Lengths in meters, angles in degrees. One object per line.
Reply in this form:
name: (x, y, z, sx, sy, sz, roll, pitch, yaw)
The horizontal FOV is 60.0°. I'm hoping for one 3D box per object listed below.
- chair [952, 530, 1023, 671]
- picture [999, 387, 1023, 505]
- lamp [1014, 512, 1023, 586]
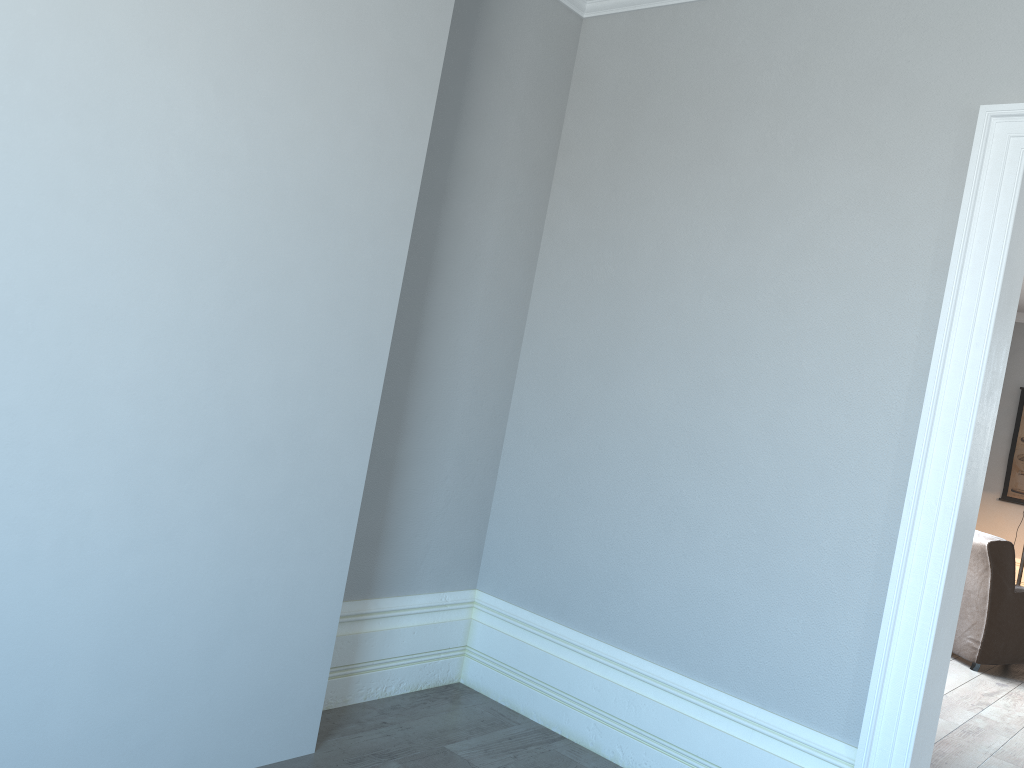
chair: (3.120, 1.354, 5.627, 0.970, 0.795, 0.807, 11, 1, -8)
picture: (5.222, 0.560, 8.494, 0.793, 1.313, 0.057, 11, 1, 41)
lamp: (4.565, 1.172, 7.898, 0.797, 1.644, 1.864, 11, 1, -12)
